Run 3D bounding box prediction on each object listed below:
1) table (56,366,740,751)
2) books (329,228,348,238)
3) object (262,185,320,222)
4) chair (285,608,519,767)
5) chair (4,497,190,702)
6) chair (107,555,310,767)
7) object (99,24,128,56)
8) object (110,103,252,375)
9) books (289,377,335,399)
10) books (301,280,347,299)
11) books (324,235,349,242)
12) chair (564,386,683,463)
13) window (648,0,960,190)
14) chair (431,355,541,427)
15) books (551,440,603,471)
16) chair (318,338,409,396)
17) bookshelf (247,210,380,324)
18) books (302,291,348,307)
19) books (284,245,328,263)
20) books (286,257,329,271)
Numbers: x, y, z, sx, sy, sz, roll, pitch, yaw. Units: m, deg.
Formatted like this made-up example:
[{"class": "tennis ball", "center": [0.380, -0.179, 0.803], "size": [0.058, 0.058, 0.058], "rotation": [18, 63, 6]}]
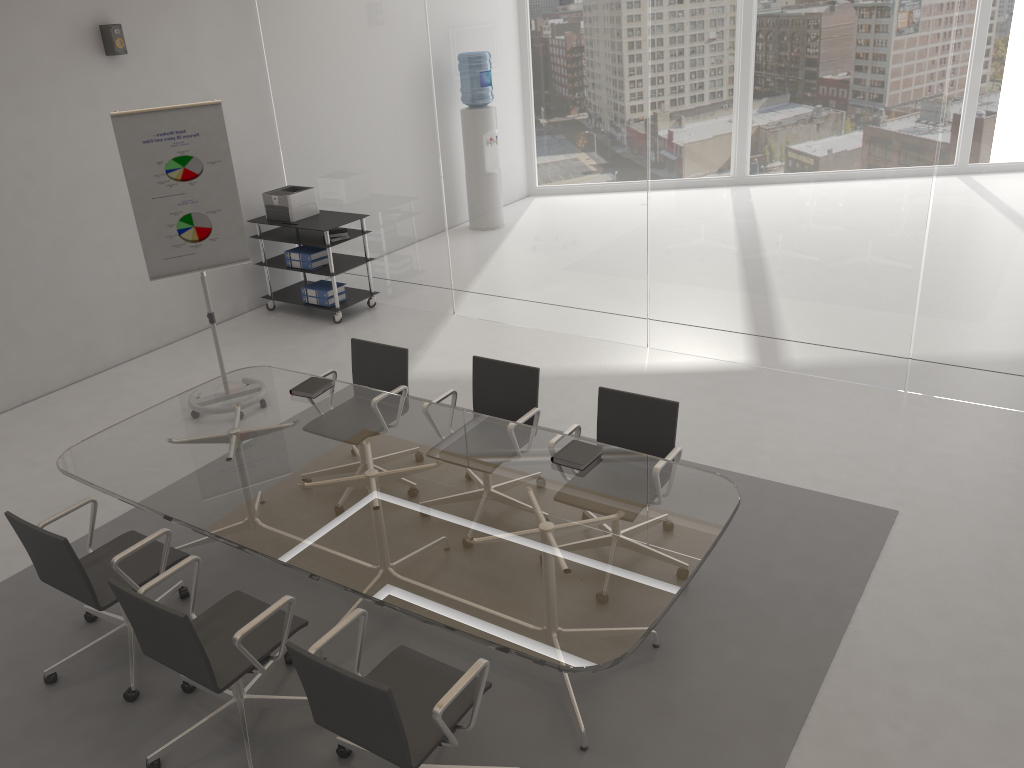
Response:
[{"class": "table", "center": [-0.603, 0.710, 4.080], "size": [3.054, 0.721, 1.372], "rotation": [12, 29, 31]}, {"class": "books", "center": [-1.527, -1.320, 7.748], "size": [0.183, 0.032, 0.164], "rotation": [-9, 25, -11]}, {"class": "object", "center": [-1.985, -1.625, 7.969], "size": [0.351, 0.235, 0.350], "rotation": [12, 29, 31]}, {"class": "chair", "center": [-0.360, 1.106, 3.077], "size": [0.731, 0.805, 0.710], "rotation": [4, 25, 16]}, {"class": "chair", "center": [-1.730, 0.816, 3.923], "size": [0.731, 0.805, 0.710], "rotation": [4, 25, 16]}, {"class": "chair", "center": [-1.090, 0.987, 3.448], "size": [0.731, 0.805, 0.710], "rotation": [4, 25, 16]}, {"class": "object", "center": [-2.999, -2.595, 6.684], "size": [0.123, 0.216, 0.117], "rotation": [12, 29, 31]}, {"class": "object", "center": [-2.077, -0.772, 5.925], "size": [0.560, 2.088, 0.553], "rotation": [5, 26, 18]}, {"class": "books", "center": [-1.073, 0.018, 4.764], "size": [0.164, 0.032, 0.183], "rotation": [9, 27, 26]}, {"class": "books", "center": [-1.688, -0.853, 7.980], "size": [0.320, 0.077, 0.263], "rotation": [12, 29, 31]}, {"class": "books", "center": [-1.533, -1.287, 7.754], "size": [0.170, 0.028, 0.146], "rotation": [-21, 29, -33]}, {"class": "chair", "center": [0.487, 0.526, 4.229], "size": [0.731, 0.805, 0.710], "rotation": [3, 25, 16]}, {"class": "window", "center": [4.335, -4.762, 10.842], "size": [8.533, 4.498, 0.100], "rotation": [-2, 24, 4]}, {"class": "chair", "center": [-0.158, 0.357, 4.699], "size": [0.731, 0.805, 0.710], "rotation": [3, 25, 16]}, {"class": "books", "center": [0.288, 0.312, 3.910], "size": [0.164, 0.032, 0.183], "rotation": [13, 29, 33]}, {"class": "chair", "center": [-0.891, 0.242, 5.065], "size": [0.731, 0.805, 0.710], "rotation": [3, 25, 16]}, {"class": "bookshelf", "center": [-1.794, -1.090, 8.085], "size": [0.985, 0.855, 0.567], "rotation": [12, 29, 31]}, {"class": "books", "center": [-1.684, -0.786, 8.009], "size": [0.320, 0.077, 0.263], "rotation": [12, 29, 31]}, {"class": "books", "center": [-1.824, -1.170, 7.935], "size": [0.320, 0.077, 0.263], "rotation": [12, 29, 31]}, {"class": "books", "center": [-1.821, -1.103, 7.964], "size": [0.320, 0.077, 0.263], "rotation": [12, 29, 31]}]
